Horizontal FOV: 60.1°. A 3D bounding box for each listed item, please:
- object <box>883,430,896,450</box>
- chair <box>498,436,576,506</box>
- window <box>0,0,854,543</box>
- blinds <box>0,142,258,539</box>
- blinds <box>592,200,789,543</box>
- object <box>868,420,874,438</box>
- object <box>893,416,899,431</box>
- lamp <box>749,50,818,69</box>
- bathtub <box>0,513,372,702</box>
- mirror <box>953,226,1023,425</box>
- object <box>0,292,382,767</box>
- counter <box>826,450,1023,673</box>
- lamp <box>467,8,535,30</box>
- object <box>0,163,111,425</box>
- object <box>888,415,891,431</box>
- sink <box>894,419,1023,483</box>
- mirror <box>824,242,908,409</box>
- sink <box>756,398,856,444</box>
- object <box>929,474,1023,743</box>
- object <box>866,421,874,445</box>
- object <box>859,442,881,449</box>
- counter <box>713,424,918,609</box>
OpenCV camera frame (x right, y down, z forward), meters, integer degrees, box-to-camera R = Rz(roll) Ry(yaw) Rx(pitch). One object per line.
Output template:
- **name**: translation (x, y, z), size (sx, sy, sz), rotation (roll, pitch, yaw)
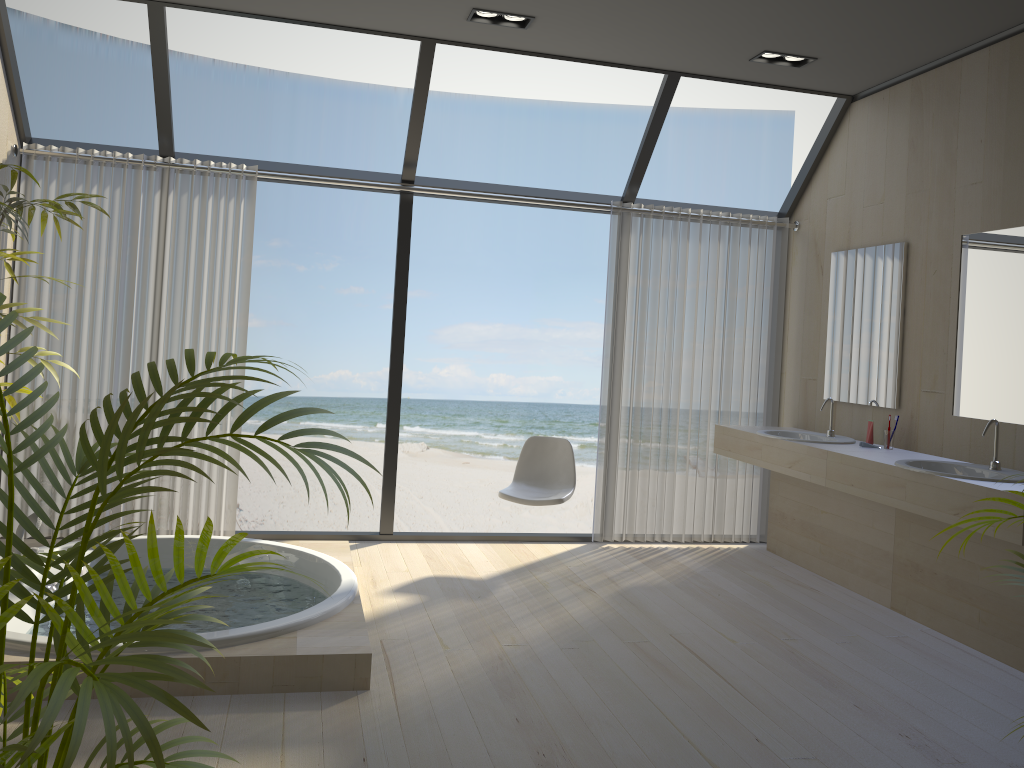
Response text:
- **object**: translation (1.927, 0.287, 4.526), size (0.058, 0.100, 0.058), rotation (3, 0, -7)
- **chair**: translation (0.157, 0.485, 4.936), size (0.369, 0.347, 0.454), rotation (4, 1, 15)
- **window**: translation (-0.392, -0.459, 4.967), size (4.556, 2.815, 0.745), rotation (3, 0, -13)
- **blinds**: translation (-2.046, -0.205, 4.777), size (1.182, 2.072, 0.084), rotation (3, -1, -13)
- **blinds**: translation (1.117, -0.054, 5.521), size (1.182, 2.072, 0.084), rotation (3, -1, -13)
- **object**: translation (1.905, 0.259, 4.707), size (0.039, 0.135, 0.038), rotation (3, -1, 35)
- **object**: translation (1.945, 0.247, 4.523), size (0.054, 0.175, 0.012), rotation (3, -1, 12)
- **lamp**: translation (1.407, -1.732, 4.587), size (0.300, 0.112, 0.164), rotation (3, 2, -13)
- **bathtub**: translation (-1.553, 0.895, 3.601), size (1.819, 0.698, 1.649), rotation (3, 2, -13)
- **mirror**: translation (2.216, -0.261, 3.919), size (0.023, 0.869, 0.654), rotation (4, 0, -13)
- **object**: translation (-0.739, 0.426, 1.467), size (1.063, 1.346, 0.874), rotation (3, 0, -25)
- **counter**: translation (1.911, 0.765, 3.761), size (0.550, 0.791, 1.207), rotation (3, 2, -13)
- **lamp**: translation (-0.052, -1.801, 4.244), size (0.300, 0.112, 0.164), rotation (3, 2, -13)
- **object**: translation (-1.706, 0.128, 2.349), size (0.787, 1.757, 0.934), rotation (3, 0, 12)
- **object**: translation (1.917, 0.245, 4.500), size (0.012, 0.178, 0.050), rotation (3, -1, 26)
- **sink**: translation (1.897, 0.351, 3.722), size (0.503, 0.419, 0.574), rotation (3, 2, -10)
- **mirror**: translation (1.953, -0.324, 4.922), size (0.023, 0.869, 0.654), rotation (4, 0, -13)
- **sink**: translation (1.621, 0.279, 4.896), size (0.503, 0.419, 0.574), rotation (3, 2, -10)
- **object**: translation (1.370, 0.618, 1.873), size (0.917, 1.158, 0.750), rotation (4, 0, 20)
- **object**: translation (1.862, 0.262, 4.602), size (0.039, 0.135, 0.038), rotation (3, -1, 35)
- **object**: translation (1.831, 0.313, 4.526), size (0.104, 0.029, 0.032), rotation (5, 2, 27)
- **counter**: translation (1.635, 0.693, 4.935), size (0.550, 0.791, 1.207), rotation (3, 2, -13)
